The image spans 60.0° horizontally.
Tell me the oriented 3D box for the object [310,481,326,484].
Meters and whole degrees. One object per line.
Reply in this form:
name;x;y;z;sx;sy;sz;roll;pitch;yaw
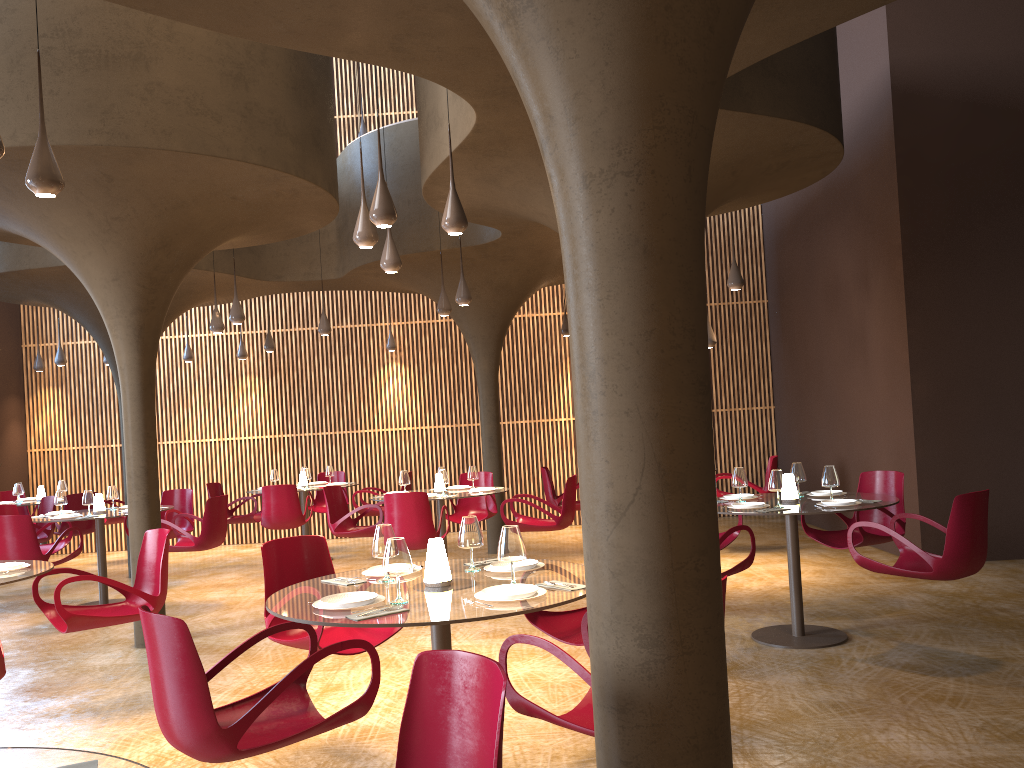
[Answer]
object;-3.057;1.560;13.964;0.263;0.029;0.263;-4;-3;12

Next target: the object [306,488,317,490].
object;-2.896;1.519;12.848;0.126;0.017;0.262;-4;-2;6

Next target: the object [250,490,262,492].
object;-3.751;1.582;13.151;0.262;0.017;0.126;-4;-2;8

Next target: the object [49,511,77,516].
object;-5.488;1.575;10.776;0.204;0.012;0.411;-4;-3;13

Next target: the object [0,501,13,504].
object;-7.750;1.814;13.497;0.263;0.029;0.263;-3;-3;-12

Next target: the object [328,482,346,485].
object;-2.650;1.513;13.416;0.263;0.029;0.263;-2;-3;-21

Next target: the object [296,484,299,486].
object;-3.356;1.596;13.991;0.126;0.017;0.262;-3;-2;2

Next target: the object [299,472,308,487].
object;-3.170;1.448;13.446;0.142;0.232;0.144;-3;-1;-14

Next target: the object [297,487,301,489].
object;-3.195;1.522;12.898;0.263;0.029;0.263;-4;-2;6

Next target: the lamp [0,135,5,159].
lamp;-2.742;-4.200;4.337;0.196;6.274;0.196;-4;-1;36

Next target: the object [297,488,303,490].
object;-3.194;1.532;12.898;0.332;0.014;0.332;-3;-3;-10

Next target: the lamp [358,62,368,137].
lamp;-2.513;-5.433;14.561;0.196;2.960;0.196;-3;-1;-14

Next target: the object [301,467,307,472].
object;-3.227;1.436;13.799;0.142;0.295;0.142;-3;-1;1

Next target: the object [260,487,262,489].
object;-3.694;1.575;13.448;0.263;0.029;0.263;-5;-3;37

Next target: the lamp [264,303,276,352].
lamp;-4.193;-3.664;14.737;0.196;6.274;0.196;-4;-1;16

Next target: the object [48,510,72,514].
object;-5.489;1.564;10.771;0.263;0.029;0.263;-3;-2;2

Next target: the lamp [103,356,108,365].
lamp;-7.158;-3.461;15.405;0.196;6.274;0.196;-3;-1;-14

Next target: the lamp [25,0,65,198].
lamp;-2.761;-4.172;4.954;0.196;6.274;0.196;-3;-1;6

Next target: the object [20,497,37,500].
object;-7.780;1.848;14.241;0.263;0.029;0.263;-6;-3;44

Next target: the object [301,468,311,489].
object;-3.028;1.392;13.055;0.142;0.295;0.142;-3;-1;-6

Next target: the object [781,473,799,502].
object;2.312;0.864;7.391;0.144;0.232;0.142;-2;-2;-42

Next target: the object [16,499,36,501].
object;-7.779;1.858;14.240;0.332;0.014;0.332;-3;-2;-7

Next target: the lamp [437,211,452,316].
lamp;-1.038;-3.998;11.295;0.196;6.274;0.196;-4;-1;36

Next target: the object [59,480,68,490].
object;-7.199;1.685;14.204;0.142;0.295;0.142;-4;-1;18

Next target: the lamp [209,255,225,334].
lamp;-4.067;-3.802;11.737;0.196;6.274;0.196;-4;-1;36

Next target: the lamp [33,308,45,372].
lamp;-8.647;-3.351;15.932;0.196;6.274;0.196;-4;-1;26

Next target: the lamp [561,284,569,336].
lamp;0.737;-3.941;14.997;0.196;6.274;0.196;-4;-1;16

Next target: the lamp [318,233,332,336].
lamp;-2.861;-3.829;12.740;0.196;6.274;0.196;-4;-1;16

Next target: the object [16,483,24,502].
object;-7.788;1.711;14.010;0.142;0.295;0.142;-3;-1;2

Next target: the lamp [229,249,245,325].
lamp;-3.550;-3.867;10.925;0.196;6.274;0.196;-4;-1;36

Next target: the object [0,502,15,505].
object;-7.750;1.824;13.497;0.331;0.014;0.332;-3;-3;-18

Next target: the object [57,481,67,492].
object;-6.993;1.655;13.778;0.142;0.295;0.142;-2;-2;-40

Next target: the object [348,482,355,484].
object;-2.571;1.538;13.708;0.262;0.017;0.126;-4;-3;11

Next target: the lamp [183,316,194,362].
lamp;-5.896;-3.522;15.717;0.196;6.274;0.196;-4;-1;16

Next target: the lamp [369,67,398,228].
lamp;-1.067;-4.219;6.173;0.196;6.274;0.196;-3;-1;-14

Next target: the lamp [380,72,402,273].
lamp;-1.260;-4.129;7.973;0.196;6.274;0.196;-4;-1;36

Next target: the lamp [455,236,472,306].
lamp;-0.746;-4.052;10.442;0.196;6.274;0.196;-4;-1;36

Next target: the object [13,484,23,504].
object;-7.525;1.674;13.506;0.142;0.295;0.142;-3;-1;0

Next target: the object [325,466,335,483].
object;-2.794;1.402;13.606;0.142;0.295;0.142;-5;-2;44

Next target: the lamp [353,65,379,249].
lamp;-1.298;-4.176;6.834;0.196;6.274;0.196;-4;-1;26

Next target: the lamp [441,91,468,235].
lamp;-0.598;-4.230;6.541;0.196;6.274;0.196;-3;-1;-14

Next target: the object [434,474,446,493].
object;-0.871;1.191;10.643;0.142;0.232;0.144;-3;-2;-24

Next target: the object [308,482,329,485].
object;-3.056;1.570;13.964;0.332;0.014;0.332;-3;-2;-1

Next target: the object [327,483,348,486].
object;-2.649;1.522;13.416;0.332;0.014;0.332;-4;-3;24

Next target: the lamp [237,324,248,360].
lamp;-4.995;-3.567;15.879;0.196;6.274;0.196;-4;-1;26

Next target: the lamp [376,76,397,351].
lamp;-2.334;-3.722;15.910;0.196;6.274;0.196;-4;-1;16

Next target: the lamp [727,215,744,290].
lamp;2.446;-4.238;10.459;0.196;6.274;0.196;-2;-1;-44

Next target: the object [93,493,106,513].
object;-4.974;1.433;10.678;0.142;0.232;0.144;-2;-2;-44

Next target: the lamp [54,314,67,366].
lamp;-7.812;-3.439;15.045;0.196;6.274;0.196;-4;-1;26

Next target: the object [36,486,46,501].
object;-7.382;1.714;13.899;0.144;0.232;0.142;-3;-1;-24

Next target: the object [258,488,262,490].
object;-3.694;1.585;13.448;0.332;0.014;0.332;-4;-3;14

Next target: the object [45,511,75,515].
object;-5.489;1.573;10.771;0.332;0.014;0.332;-5;-3;27

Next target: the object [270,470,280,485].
object;-3.552;1.432;13.271;0.142;0.295;0.142;-3;-1;-27

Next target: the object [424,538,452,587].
object;-0.378;0.894;4.455;0.142;0.232;0.144;-2;-2;-39

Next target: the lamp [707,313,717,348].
lamp;2.123;-3.555;10.459;0.196;6.274;0.196;-2;-1;-44
